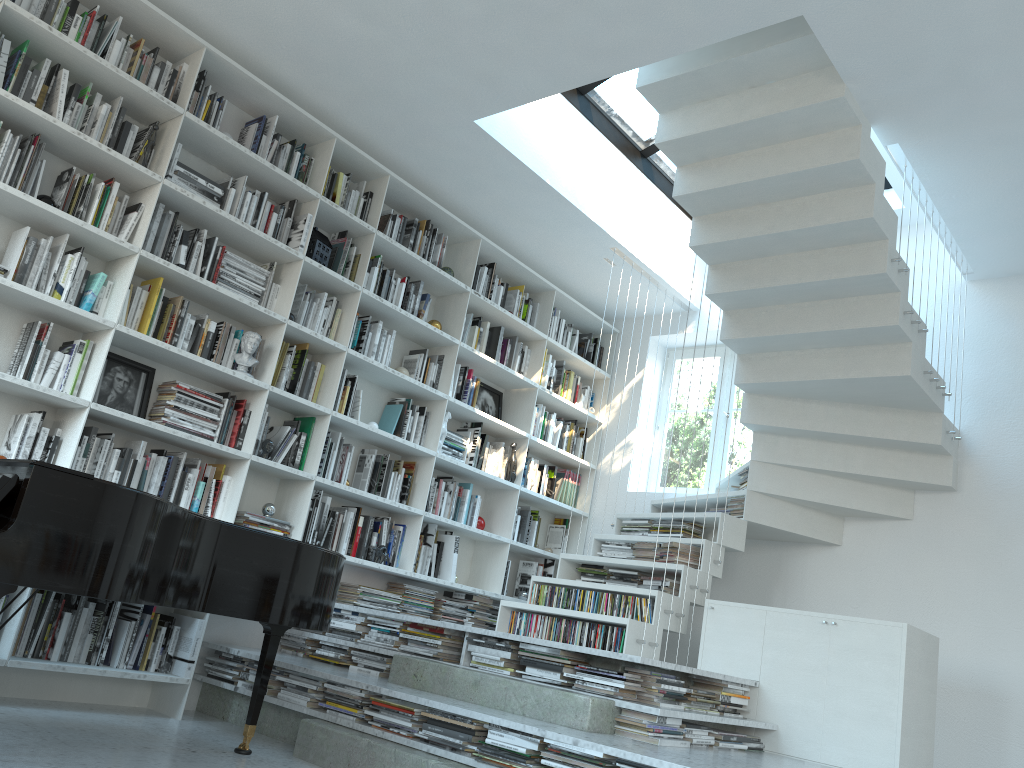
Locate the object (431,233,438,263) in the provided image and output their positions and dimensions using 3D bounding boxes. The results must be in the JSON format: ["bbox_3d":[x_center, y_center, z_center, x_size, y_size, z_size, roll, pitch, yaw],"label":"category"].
[{"bbox_3d":[-0.554,-0.830,5.742,0.129,0.297,0.006,-3,-21,40],"label":"object"}]

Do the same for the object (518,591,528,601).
[{"bbox_3d":[0.078,1.480,6.186,0.071,0.072,0.072,11,-16,1],"label":"object"}]

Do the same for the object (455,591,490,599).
[{"bbox_3d":[-0.260,1.403,5.897,0.210,0.015,0.130,-3,-21,39],"label":"object"}]

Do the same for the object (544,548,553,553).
[{"bbox_3d":[0.270,1.258,6.614,0.071,0.072,0.072,11,-16,1],"label":"object"}]

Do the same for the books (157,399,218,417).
[{"bbox_3d":[-1.619,0.126,4.415,0.161,0.012,0.255,-5,-22,43],"label":"books"}]

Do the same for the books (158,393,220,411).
[{"bbox_3d":[-1.613,0.092,4.425,0.161,0.012,0.255,-2,-21,37],"label":"books"}]

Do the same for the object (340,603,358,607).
[{"bbox_3d":[-0.858,1.330,5.240,0.193,0.007,0.347,-1,-20,35],"label":"object"}]

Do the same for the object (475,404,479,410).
[{"bbox_3d":[-0.267,0.174,5.966,0.091,0.092,0.092,11,-16,1],"label":"object"}]

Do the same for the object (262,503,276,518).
[{"bbox_3d":[-1.272,0.659,4.639,0.071,0.072,0.072,11,-16,1],"label":"object"}]

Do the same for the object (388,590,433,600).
[{"bbox_3d":[-0.636,1.312,5.524,0.161,0.005,0.255,-3,-21,40],"label":"object"}]

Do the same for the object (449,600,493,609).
[{"bbox_3d":[-0.278,1.458,5.873,0.295,0.004,0.145,-3,-21,38],"label":"object"}]

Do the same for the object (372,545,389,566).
[{"bbox_3d":[-0.756,0.988,5.125,0.064,0.113,0.161,2,-18,28],"label":"object"}]

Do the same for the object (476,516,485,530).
[{"bbox_3d":[-0.238,0.944,5.961,0.115,0.116,0.115,5,-17,19],"label":"object"}]

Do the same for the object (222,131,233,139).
[{"bbox_3d":[-1.493,-1.250,4.582,0.104,0.105,0.105,5,-17,19],"label":"object"}]

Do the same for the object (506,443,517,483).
[{"bbox_3d":[0.001,0.549,6.086,0.087,0.287,0.075,14,-16,-12],"label":"object"}]

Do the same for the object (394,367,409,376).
[{"bbox_3d":[-0.694,-0.050,5.514,0.111,0.112,0.112,5,-17,19],"label":"object"}]

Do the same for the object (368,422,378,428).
[{"bbox_3d":[-0.829,0.259,5.264,0.071,0.072,0.072,11,-16,1],"label":"object"}]

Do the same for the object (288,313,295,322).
[{"bbox_3d":[-1.205,-0.350,4.778,0.071,0.072,0.072,11,-16,1],"label":"object"}]

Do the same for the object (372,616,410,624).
[{"bbox_3d":[-0.584,1.222,4.562,0.257,0.005,0.145,-3,-21,40],"label":"object"}]

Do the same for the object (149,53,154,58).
[{"bbox_3d":[-1.811,-1.473,4.288,0.157,0.246,0.010,-3,-21,40],"label":"object"}]

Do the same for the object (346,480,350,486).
[{"bbox_3d":[-0.975,0.580,5.126,0.071,0.072,0.072,11,-16,1],"label":"object"}]

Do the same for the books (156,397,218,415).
[{"bbox_3d":[-1.617,0.115,4.419,0.161,0.012,0.255,-2,-21,37],"label":"books"}]

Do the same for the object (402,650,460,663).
[{"bbox_3d":[-0.394,1.332,4.334,0.266,0.010,0.145,-2,-20,36],"label":"object"}]

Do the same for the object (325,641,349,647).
[{"bbox_3d":[-0.880,1.380,4.696,0.215,0.007,0.131,-2,-20,36],"label":"object"}]

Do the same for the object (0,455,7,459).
[{"bbox_3d":[-2.140,0.329,3.705,0.061,0.062,0.062,11,-16,1],"label":"object"}]

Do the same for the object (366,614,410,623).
[{"bbox_3d":[-0.592,1.211,4.553,0.285,0.007,0.160,-2,-21,37],"label":"object"}]

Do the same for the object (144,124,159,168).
[{"bbox_3d":[-1.702,-1.102,4.173,0.075,0.254,0.075,5,-17,20],"label":"object"}]

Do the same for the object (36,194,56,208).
[{"bbox_3d":[-2.055,-0.782,3.893,0.097,0.098,0.097,11,-16,1],"label":"object"}]

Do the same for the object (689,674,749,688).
[{"bbox_3d":[0.986,1.408,4.225,0.177,0.030,0.284,-3,-21,40],"label":"object"}]

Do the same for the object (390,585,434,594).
[{"bbox_3d":[-0.628,1.283,5.535,0.161,0.005,0.255,-3,-21,40],"label":"object"}]

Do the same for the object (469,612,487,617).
[{"bbox_3d":[-0.281,1.512,5.866,0.199,0.015,0.134,-3,-21,40],"label":"object"}]

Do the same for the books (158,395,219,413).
[{"bbox_3d":[-1.613,0.103,4.420,0.161,0.012,0.255,-2,-20,36],"label":"books"}]

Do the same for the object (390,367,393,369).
[{"bbox_3d":[-0.751,-0.069,5.411,0.068,0.068,0.068,5,-17,19],"label":"object"}]

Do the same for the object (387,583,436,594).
[{"bbox_3d":[-0.627,1.278,5.536,0.159,0.005,0.286,-3,-21,40],"label":"object"}]

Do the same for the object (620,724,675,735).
[{"bbox_3d":[0.538,1.374,3.530,0.140,0.004,0.205,-5,-22,43],"label":"object"}]

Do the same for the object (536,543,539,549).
[{"bbox_3d":[0.160,1.181,6.425,0.071,0.072,0.072,11,-16,1],"label":"object"}]

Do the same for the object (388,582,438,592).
[{"bbox_3d":[-0.616,1.267,5.532,0.159,0.005,0.286,-6,-23,45],"label":"object"}]

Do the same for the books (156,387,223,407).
[{"bbox_3d":[-1.610,0.069,4.433,0.159,0.012,0.286,-4,-22,42],"label":"books"}]

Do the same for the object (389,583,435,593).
[{"bbox_3d":[-0.624,1.272,5.536,0.161,0.005,0.255,-4,-22,41],"label":"object"}]

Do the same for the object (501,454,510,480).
[{"bbox_3d":[-0.110,0.590,6.167,0.179,0.211,0.022,-3,-21,40],"label":"object"}]

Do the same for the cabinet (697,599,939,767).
[{"bbox_3d":[1.471,1.483,4.348,0.993,0.665,0.553,-3,-21,40],"label":"cabinet"}]

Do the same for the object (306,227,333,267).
[{"bbox_3d":[-1.102,-0.750,4.968,0.135,0.247,0.135,1,-18,31],"label":"object"}]

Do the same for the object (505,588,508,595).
[{"bbox_3d":[-0.064,1.405,6.021,0.071,0.072,0.072,11,-16,1],"label":"object"}]

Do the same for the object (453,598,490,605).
[{"bbox_3d":[-0.276,1.442,5.876,0.259,0.005,0.142,-5,-23,44],"label":"object"}]

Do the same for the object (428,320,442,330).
[{"bbox_3d":[-0.497,-0.358,5.640,0.100,0.101,0.101,5,-17,19],"label":"object"}]

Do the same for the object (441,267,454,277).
[{"bbox_3d":[-0.426,-0.706,5.735,0.104,0.105,0.104,11,-16,1],"label":"object"}]

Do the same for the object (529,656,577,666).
[{"bbox_3d":[0.193,1.218,3.885,0.203,0.006,0.142,-2,-21,38],"label":"object"}]

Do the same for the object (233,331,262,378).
[{"bbox_3d":[-1.358,-0.147,4.530,0.138,0.243,0.138,9,-16,7],"label":"object"}]

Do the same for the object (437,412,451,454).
[{"bbox_3d":[-0.438,0.307,5.550,0.087,0.287,0.075,14,-16,-12],"label":"object"}]

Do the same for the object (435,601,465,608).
[{"bbox_3d":[-0.407,1.441,5.790,0.207,0.008,0.328,-3,-21,40],"label":"object"}]

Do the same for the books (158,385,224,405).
[{"bbox_3d":[-1.602,0.057,4.432,0.159,0.012,0.286,-1,-20,35],"label":"books"}]

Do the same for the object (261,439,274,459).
[{"bbox_3d":[-1.265,0.339,4.574,0.079,0.113,0.054,-2,-20,39],"label":"object"}]

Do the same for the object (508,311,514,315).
[{"bbox_3d":[-0.023,-0.474,6.199,0.071,0.072,0.072,11,-16,1],"label":"object"}]

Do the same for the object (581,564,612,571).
[{"bbox_3d":[0.532,1.116,5.357,0.174,0.025,0.161,-5,-23,44],"label":"object"}]

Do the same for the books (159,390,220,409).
[{"bbox_3d":[-1.609,0.080,4.427,0.161,0.012,0.255,-2,-20,36],"label":"books"}]

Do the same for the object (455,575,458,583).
[{"bbox_3d":[-0.389,1.276,5.797,0.071,0.072,0.072,11,-16,1],"label":"object"}]

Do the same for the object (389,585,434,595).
[{"bbox_3d":[-0.629,1.288,5.533,0.161,0.005,0.255,-3,-21,40],"label":"object"}]

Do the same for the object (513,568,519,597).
[{"bbox_3d":[0.064,1.425,6.294,0.101,0.231,0.008,-3,-21,40],"label":"object"}]

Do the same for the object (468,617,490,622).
[{"bbox_3d":[-0.291,1.541,5.853,0.294,0.007,0.132,-5,-22,43],"label":"object"}]

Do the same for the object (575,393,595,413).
[{"bbox_3d":[0.546,0.158,6.778,0.204,0.136,0.095,21,-19,-31],"label":"object"}]
